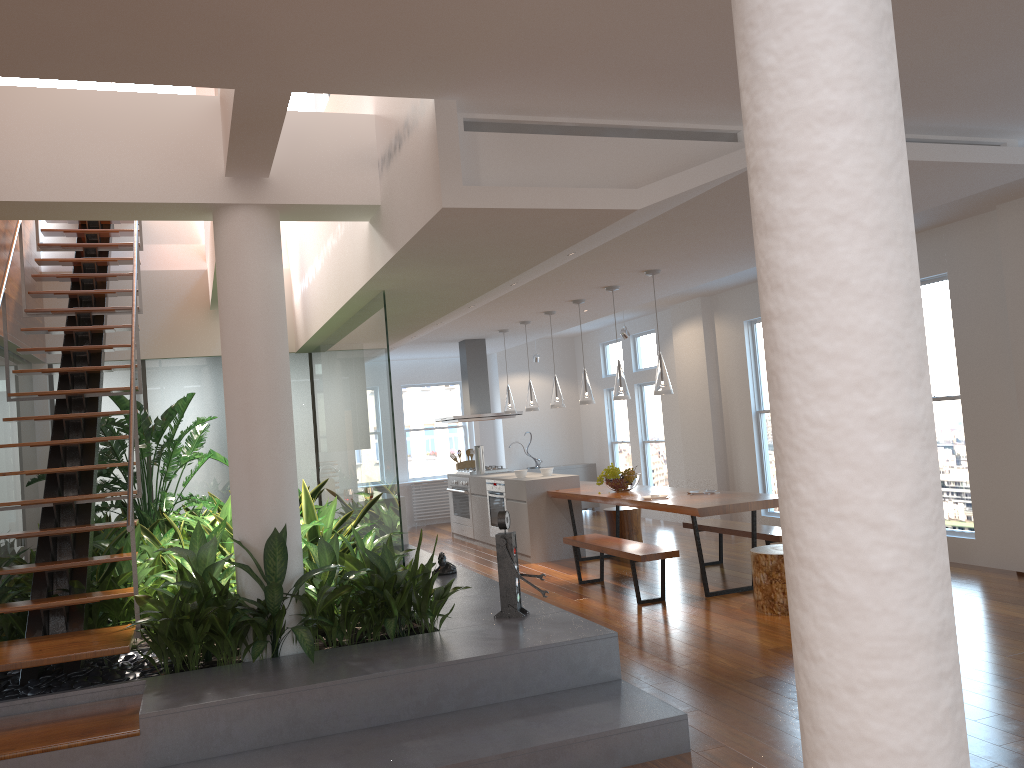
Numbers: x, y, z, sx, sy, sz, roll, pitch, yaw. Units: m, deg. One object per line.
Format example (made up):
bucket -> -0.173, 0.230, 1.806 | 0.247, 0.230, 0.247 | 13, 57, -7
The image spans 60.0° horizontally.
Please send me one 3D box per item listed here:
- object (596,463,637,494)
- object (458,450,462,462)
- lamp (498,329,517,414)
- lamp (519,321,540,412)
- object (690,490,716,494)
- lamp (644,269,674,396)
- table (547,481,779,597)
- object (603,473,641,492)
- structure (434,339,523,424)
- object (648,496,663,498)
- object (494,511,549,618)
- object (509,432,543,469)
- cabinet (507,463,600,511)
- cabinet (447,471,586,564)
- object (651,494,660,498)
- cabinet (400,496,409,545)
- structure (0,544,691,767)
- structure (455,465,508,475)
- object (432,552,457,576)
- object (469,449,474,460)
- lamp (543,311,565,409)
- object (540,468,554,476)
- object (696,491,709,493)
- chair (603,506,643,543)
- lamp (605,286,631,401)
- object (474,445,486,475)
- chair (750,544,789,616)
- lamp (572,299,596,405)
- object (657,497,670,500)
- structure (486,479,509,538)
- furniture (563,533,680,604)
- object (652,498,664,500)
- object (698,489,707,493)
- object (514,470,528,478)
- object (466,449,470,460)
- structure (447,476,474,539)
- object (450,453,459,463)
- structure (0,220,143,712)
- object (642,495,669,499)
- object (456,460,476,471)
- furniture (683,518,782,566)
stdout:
object -> 0.991, 0.865, 8.254 | 0.292, 0.284, 0.394 | -6, -3, 34
object -> -0.680, 1.013, 11.663 | 0.055, 0.299, 0.027 | -4, -3, -20
lamp -> -0.062, -0.178, 10.426 | 0.160, 1.060, 0.160 | -5, -3, 7
lamp -> 0.182, -0.231, 9.748 | 0.160, 1.060, 0.160 | -5, -3, 7
object -> 1.585, 0.900, 7.360 | 0.222, 0.020, 0.222 | -3, -3, -28
lamp -> 1.156, -0.442, 7.033 | 0.160, 1.060, 0.160 | -5, -3, 7
table -> 0.741, 1.419, 9.188 | 0.893, 0.704, 5.996 | -4, -3, -20
object -> 1.025, 0.925, 8.247 | 0.360, 0.159, 0.360 | -6, -3, 33
structure -> -0.487, -0.232, 11.314 | 0.909, 1.405, 0.900 | -4, -3, -20
object -> 1.173, 0.932, 7.261 | 0.124, 0.011, 0.124 | -5, -3, 1
object -> 0.045, 0.958, 4.745 | 0.318, 0.565, 0.134 | -5, -3, 16
object -> 0.225, 0.997, 13.302 | 0.210, 0.563, 0.590 | -7, -4, 41
cabinet -> 0.622, 1.620, 13.442 | 1.309, 0.725, 0.420 | -4, -3, -20
cabinet -> -0.048, 1.477, 10.388 | 0.597, 0.832, 2.936 | -4, -3, -20
object -> 1.172, 0.922, 7.261 | 0.079, 0.030, 0.070 | -6, -3, 33
cabinet -> -2.106, 0.927, 10.322 | 0.676, 2.280, 4.565 | -4, -3, -20
structure -> -1.673, 1.617, 5.718 | 3.088, 0.386, 5.584 | -4, -3, -20
structure -> -0.392, 1.095, 11.274 | 0.520, 0.073, 0.650 | -4, -3, -20
object -> -0.502, 1.283, 6.352 | 0.181, 0.155, 0.216 | -7, -3, 35
object -> -0.529, 1.004, 11.697 | 0.057, 0.299, 0.019 | -4, -3, -20
lamp -> 0.425, -0.284, 9.069 | 0.160, 1.060, 0.160 | -5, -3, 7
object -> 0.372, 0.938, 9.431 | 0.152, 0.082, 0.152 | -6, -3, 31
object -> 1.585, 0.904, 7.360 | 0.124, 0.011, 0.124 | -2, -4, -38
chair -> 1.166, 1.515, 9.197 | 0.396, 0.455, 0.402 | -3, -3, -30
lamp -> 0.912, -0.389, 7.711 | 0.160, 1.060, 0.160 | -5, -3, 7
object -> -0.383, 0.929, 10.802 | 0.120, 0.356, 0.172 | -6, -3, 28
chair -> 1.879, 1.324, 6.043 | 0.460, 0.400, 0.460 | -4, -3, -10
lamp -> 0.669, -0.336, 8.390 | 0.160, 1.060, 0.160 | -5, -3, 7
object -> 1.205, 0.922, 7.130 | 0.149, 0.014, 0.044 | -3, -3, -21
structure -> -0.154, 1.389, 9.821 | 0.072, 0.648, 0.644 | -4, -3, -20
furniture -> 0.847, 1.468, 7.087 | 0.316, 0.389, 1.433 | -4, -3, -20
object -> 1.196, 0.928, 7.161 | 0.164, 0.006, 0.017 | -4, -3, -15
object -> 1.584, 0.894, 7.361 | 0.079, 0.030, 0.070 | -6, -3, 23
object -> 0.097, 0.962, 9.463 | 0.152, 0.082, 0.152 | -6, -3, 19
object -> -0.568, 1.007, 11.703 | 0.061, 0.299, 0.040 | -3, -3, -22
structure -> -0.394, 1.521, 11.228 | 0.649, 0.735, 0.890 | -4, -3, -20
object -> -0.712, 1.033, 11.647 | 0.199, 0.259, 0.016 | -4, -3, -10
structure -> -2.262, -0.399, 6.370 | 2.552, 4.265, 4.591 | -4, -3, -20
object -> 1.173, 0.928, 7.261 | 0.222, 0.020, 0.222 | -6, -3, 21
object -> -0.559, 1.085, 11.690 | 0.353, 0.157, 0.084 | -4, -3, -20
furniture -> 1.967, 1.398, 7.494 | 0.316, 0.389, 1.433 | -4, -3, -20
